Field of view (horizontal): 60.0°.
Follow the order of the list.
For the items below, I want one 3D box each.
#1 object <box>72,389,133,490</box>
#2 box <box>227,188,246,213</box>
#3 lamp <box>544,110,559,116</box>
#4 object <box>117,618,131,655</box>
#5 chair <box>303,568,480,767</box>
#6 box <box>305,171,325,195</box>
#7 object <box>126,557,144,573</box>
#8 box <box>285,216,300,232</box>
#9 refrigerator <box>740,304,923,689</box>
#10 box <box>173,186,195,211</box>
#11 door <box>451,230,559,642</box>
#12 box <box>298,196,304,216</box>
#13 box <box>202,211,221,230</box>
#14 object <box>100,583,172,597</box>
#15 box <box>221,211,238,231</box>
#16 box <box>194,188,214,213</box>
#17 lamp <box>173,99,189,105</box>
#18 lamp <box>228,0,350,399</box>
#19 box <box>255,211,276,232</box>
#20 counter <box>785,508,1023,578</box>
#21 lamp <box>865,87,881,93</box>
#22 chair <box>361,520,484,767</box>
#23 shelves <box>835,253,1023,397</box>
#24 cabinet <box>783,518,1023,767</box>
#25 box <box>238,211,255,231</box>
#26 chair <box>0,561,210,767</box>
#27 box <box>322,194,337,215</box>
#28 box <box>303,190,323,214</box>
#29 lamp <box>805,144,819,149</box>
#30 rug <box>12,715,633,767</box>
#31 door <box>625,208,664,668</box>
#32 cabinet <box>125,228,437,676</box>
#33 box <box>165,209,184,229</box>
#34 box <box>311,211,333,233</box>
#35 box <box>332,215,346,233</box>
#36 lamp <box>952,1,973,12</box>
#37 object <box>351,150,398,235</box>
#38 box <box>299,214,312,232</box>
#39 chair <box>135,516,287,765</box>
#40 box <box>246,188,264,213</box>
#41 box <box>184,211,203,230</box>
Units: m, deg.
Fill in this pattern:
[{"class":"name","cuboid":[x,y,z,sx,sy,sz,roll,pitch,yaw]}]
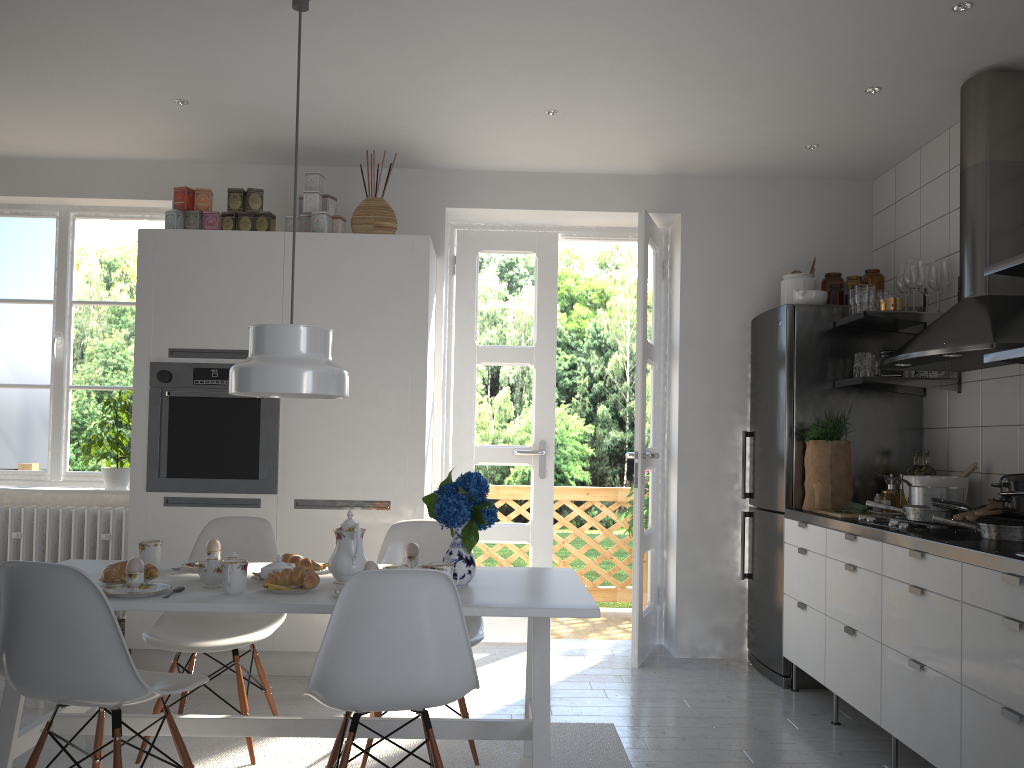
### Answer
[{"class":"object","cuboid":[-2.100,0.292,4.675,0.374,0.530,0.328,2,-2,-11]},{"class":"box","cuboid":[-1.331,-0.884,4.294,0.081,0.110,0.081,1,-2,-1]},{"class":"lamp","cuboid":[0.174,-1.204,3.897,0.064,0.030,0.064,2,-4,-9]},{"class":"object","cuboid":[-2.008,1.262,4.292,0.373,0.203,0.320,1,-3,-1]},{"class":"chair","cuboid":[-0.329,0.865,2.405,0.465,0.800,0.543,2,-2,-12]},{"class":"box","cuboid":[-0.971,-0.982,4.364,0.081,0.110,0.081,1,-2,9]},{"class":"object","cuboid":[-1.076,0.526,2.531,0.048,0.063,0.048,1,-3,3]},{"class":"box","cuboid":[-1.073,-0.764,4.362,0.081,0.110,0.081,1,-2,-1]},{"class":"refrigerator","cuboid":[1.570,0.546,4.442,0.694,1.798,0.577,1,-2,-1]},{"class":"box","cuboid":[-1.586,-0.890,4.294,0.081,0.110,0.081,0,-3,19]},{"class":"door","cuboid":[-0.058,0.290,5.040,0.602,2.323,0.157,1,-2,-1]},{"class":"box","cuboid":[-1.009,-0.871,4.397,0.081,0.110,0.081,1,-2,9]},{"class":"box","cuboid":[-1.457,-0.776,4.308,0.081,0.110,0.081,1,-2,-6]},{"class":"object","cuboid":[-1.077,0.590,2.529,0.201,0.016,0.201,0,-4,14]},{"class":"box","cuboid":[-1.361,-0.774,4.306,0.081,0.110,0.081,1,-3,14]},{"class":"box","cuboid":[-1.500,-0.887,4.312,0.081,0.110,0.081,2,-3,-11]},{"class":"lamp","cuboid":[-1.442,-1.239,3.862,0.064,0.030,0.064,2,-4,-9]},{"class":"lamp","cuboid":[-0.697,-0.622,2.854,0.373,1.321,0.374,0,-2,30]},{"class":"box","cuboid":[-1.196,-0.772,4.295,0.081,0.110,0.081,1,-2,9]},{"class":"counter","cuboid":[1.636,0.501,2.533,0.650,0.045,3.245,1,-4,-1]},{"class":"lamp","cuboid":[1.460,-1.200,3.584,0.064,0.030,0.064,2,-4,-9]},{"class":"chair","cuboid":[-0.335,0.924,3.262,0.465,0.800,0.543,1,-2,-7]},{"class":"shelves","cuboid":[1.759,-0.285,2.911,0.427,0.511,2.545,1,-4,-1]},{"class":"cabinet","cuboid":[1.621,0.918,2.520,0.662,0.794,3.244,1,-4,-1]},{"class":"box","cuboid":[-1.282,-0.773,4.298,0.081,0.110,0.081,1,-2,-1]},{"class":"chair","cuboid":[-1.108,0.849,2.395,0.465,0.800,0.543,1,-2,13]},{"class":"box","cuboid":[-0.918,-0.870,4.378,0.081,0.110,0.081,0,-3,24]},{"class":"box","cuboid":[-0.966,-0.876,4.304,0.081,0.110,0.081,1,-2,4]},{"class":"lamp","cuboid":[1.445,-1.153,4.267,0.064,0.030,0.064,2,-4,-9]},{"class":"rug","cuboid":[-0.736,1.285,2.798,2.309,0.004,1.429,1,-4,-1]},{"class":"door","cuboid":[0.733,0.287,4.773,0.156,2.323,0.603,1,-2,19]},{"class":"cabinet","cuboid":[-1.104,0.342,4.423,1.377,2.094,0.513,1,-2,-1]},{"class":"box","cuboid":[-1.627,-0.780,4.294,0.081,0.110,0.081,0,-3,29]},{"class":"box","cuboid":[-0.916,-0.768,4.268,0.081,0.110,0.081,1,-3,14]},{"class":"box","cuboid":[-0.863,-0.762,4.339,0.081,0.110,0.081,1,-3,14]},{"class":"lamp","cuboid":[1.475,-1.246,2.902,0.064,0.030,0.064,2,-4,-9]},{"class":"object","cuboid":[-0.664,-0.902,4.288,0.229,0.451,0.091,1,-2,-1]},{"class":"box","cuboid":[-0.987,-0.765,4.325,0.081,0.110,0.081,1,-3,14]},{"class":"chair","cuboid":[-1.075,0.908,3.245,0.465,0.800,0.543,1,-2,-2]},{"class":"box","cuboid":[-1.246,-0.882,4.289,0.081,0.110,0.081,2,-3,-21]},{"class":"box","cuboid":[-1.541,-0.778,4.302,0.081,0.110,0.081,1,-2,4]}]
